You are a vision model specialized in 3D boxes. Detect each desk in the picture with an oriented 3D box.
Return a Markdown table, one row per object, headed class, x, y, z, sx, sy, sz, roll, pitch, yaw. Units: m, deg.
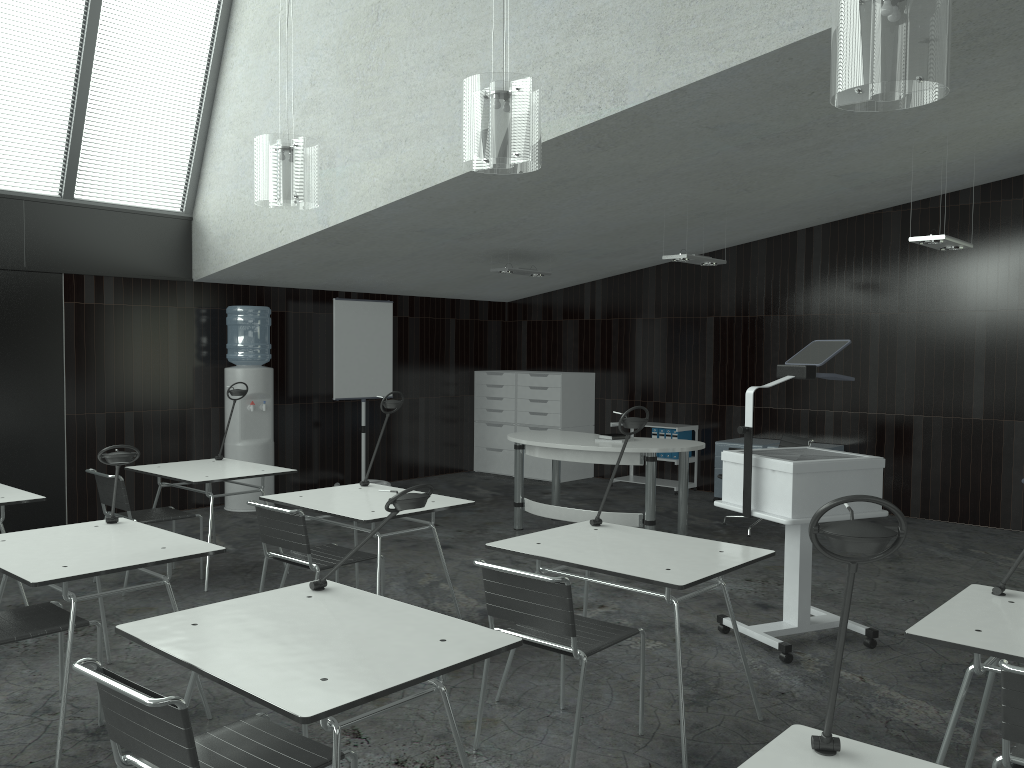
| class | x | y | z | sx | sy | sz | roll | pitch | yaw |
| --- | --- | --- | --- | --- | --- | --- | --- | --- | --- |
| desk | -0.532 | 0.889 | 2.405 | 0.900 | 1.153 | 0.700 | 3 | 3 | 42 |
| desk | -1.907 | 0.654 | 5.609 | 0.900 | 1.321 | 0.700 | 3 | 3 | 42 |
| desk | -2.921 | 0.776 | 4.539 | 0.900 | 1.153 | 0.700 | 3 | 3 | 42 |
| desk | 0.625 | 0.878 | 6.753 | 1.600 | 0.818 | 0.910 | 2 | 3 | 37 |
| desk | 0.701 | 0.865 | 1.286 | 0.900 | 1.321 | 0.700 | 3 | 3 | 40 |
| desk | -0.744 | 0.711 | 4.524 | 0.900 | 1.321 | 0.700 | 3 | 3 | 43 |
| desk | -1.655 | 0.835 | 3.438 | 0.900 | 1.153 | 0.700 | 3 | 3 | 42 |
| desk | 0.454 | 0.768 | 3.461 | 0.900 | 1.321 | 0.700 | 3 | 3 | 42 |
| desk | 1.642 | 0.824 | 2.405 | 0.900 | 1.321 | 0.700 | 3 | 3 | 41 |

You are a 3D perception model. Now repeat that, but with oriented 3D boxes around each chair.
| class | x | y | z | sx | sy | sz | roll | pitch | yaw |
| --- | --- | --- | --- | --- | --- | --- | --- | --- | --- |
| chair | -1.845 | 1.035 | 3.216 | 0.428 | 0.765 | 0.555 | 3 | 3 | 42 |
| chair | -0.709 | 1.091 | 2.157 | 0.428 | 0.765 | 0.555 | 2 | 3 | 38 |
| chair | 1.453 | 1.108 | 2.186 | 0.428 | 0.765 | 0.555 | 3 | 3 | 40 |
| chair | 2.002 | 0.873 | 7.035 | 0.587 | 0.825 | 0.560 | 0 | 3 | -9 |
| chair | 0.171 | 1.054 | 3.160 | 0.428 | 0.765 | 0.555 | 3 | 3 | 39 |
| chair | -0.950 | 0.995 | 4.296 | 0.428 | 0.765 | 0.555 | 3 | 3 | 41 |
| chair | -2.202 | 0.940 | 5.317 | 0.428 | 0.765 | 0.555 | 3 | 3 | 43 |

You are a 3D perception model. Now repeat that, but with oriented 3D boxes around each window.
| class | x | y | z | sx | sy | sz | roll | pitch | yaw |
| --- | --- | --- | --- | --- | --- | --- | --- | --- | --- |
| window | -6.690 | -2.937 | 2.417 | 1.144 | 3.101 | 12.775 | 3 | 3 | 42 |

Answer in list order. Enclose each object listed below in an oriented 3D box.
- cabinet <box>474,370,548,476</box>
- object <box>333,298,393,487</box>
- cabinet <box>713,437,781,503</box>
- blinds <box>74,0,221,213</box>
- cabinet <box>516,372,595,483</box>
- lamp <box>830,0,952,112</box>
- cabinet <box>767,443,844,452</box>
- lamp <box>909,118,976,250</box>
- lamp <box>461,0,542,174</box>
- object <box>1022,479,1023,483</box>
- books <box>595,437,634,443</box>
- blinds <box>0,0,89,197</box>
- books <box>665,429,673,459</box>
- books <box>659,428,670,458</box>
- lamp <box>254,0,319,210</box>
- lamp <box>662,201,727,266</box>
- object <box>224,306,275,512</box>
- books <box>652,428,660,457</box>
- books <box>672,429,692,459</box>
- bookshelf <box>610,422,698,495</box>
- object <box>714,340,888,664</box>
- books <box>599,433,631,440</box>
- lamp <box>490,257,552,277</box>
| class | x | y | z | sx | sy | sz | roll | pitch | yaw |
| --- | --- | --- | --- | --- | --- | --- | --- | --- | --- |
| cabinet | -0.003 | 0.483 | 10.241 | 0.639 | 1.292 | 0.587 | 3 | 3 | 42 |
| object | -1.445 | 0.142 | 8.600 | 0.560 | 2.091 | 0.553 | 1 | 3 | 5 |
| cabinet | 2.231 | 0.913 | 8.242 | 0.502 | 0.648 | 0.598 | 3 | 3 | 41 |
| blinds | -2.697 | -3.078 | 6.803 | 1.106 | 2.982 | 0.889 | 3 | 3 | 42 |
| cabinet | 0.479 | 0.506 | 9.808 | 0.639 | 1.292 | 0.587 | 3 | 3 | 42 |
| lamp | 1.214 | -1.903 | 2.807 | 0.350 | 1.761 | 0.359 | 3 | 3 | 42 |
| cabinet | 2.614 | 0.932 | 7.899 | 0.502 | 0.648 | 0.598 | 3 | 3 | 41 |
| lamp | 2.757 | -2.771 | 5.580 | 0.212 | 3.595 | 0.600 | 3 | 3 | 42 |
| lamp | -0.039 | -2.236 | 3.922 | 0.350 | 2.307 | 0.359 | 3 | 3 | 42 |
| object | 4.103 | 0.072 | 5.431 | 0.673 | 2.602 | 2.051 | -1 | 3 | -24 |
| books | 0.777 | 0.462 | 6.703 | 0.210 | 0.021 | 0.297 | 2 | 3 | 25 |
| blinds | -3.358 | -3.052 | 6.068 | 1.106 | 2.982 | 0.889 | 3 | 3 | 42 |
| books | 1.638 | 0.656 | 8.898 | 0.072 | 0.320 | 0.262 | 3 | 3 | 42 |
| books | 1.582 | 0.654 | 8.949 | 0.072 | 0.320 | 0.262 | 3 | 3 | 42 |
| lamp | -1.279 | -2.566 | 5.028 | 0.350 | 2.848 | 0.359 | 3 | 3 | 42 |
| lamp | 1.429 | -2.835 | 6.772 | 0.212 | 3.595 | 0.600 | 3 | 3 | 42 |
| object | -2.308 | 0.232 | 7.792 | 0.436 | 1.967 | 0.436 | 2 | 3 | 32 |
| books | 1.518 | 0.651 | 9.006 | 0.072 | 0.320 | 0.262 | 3 | 3 | 42 |
| books | 1.693 | 0.659 | 8.848 | 0.072 | 0.320 | 0.262 | 3 | 3 | 42 |
| bookshelf | 1.444 | 0.823 | 9.069 | 0.817 | 0.739 | 0.403 | 3 | 3 | 42 |
| object | 1.371 | 0.580 | 4.306 | 0.680 | 1.639 | 0.559 | -1 | 3 | -24 |
| books | 0.768 | 0.439 | 6.657 | 0.183 | 0.032 | 0.164 | -1 | 3 | -35 |
| lamp | 0.102 | -2.898 | 7.965 | 0.212 | 3.595 | 0.600 | 3 | 3 | 42 |
